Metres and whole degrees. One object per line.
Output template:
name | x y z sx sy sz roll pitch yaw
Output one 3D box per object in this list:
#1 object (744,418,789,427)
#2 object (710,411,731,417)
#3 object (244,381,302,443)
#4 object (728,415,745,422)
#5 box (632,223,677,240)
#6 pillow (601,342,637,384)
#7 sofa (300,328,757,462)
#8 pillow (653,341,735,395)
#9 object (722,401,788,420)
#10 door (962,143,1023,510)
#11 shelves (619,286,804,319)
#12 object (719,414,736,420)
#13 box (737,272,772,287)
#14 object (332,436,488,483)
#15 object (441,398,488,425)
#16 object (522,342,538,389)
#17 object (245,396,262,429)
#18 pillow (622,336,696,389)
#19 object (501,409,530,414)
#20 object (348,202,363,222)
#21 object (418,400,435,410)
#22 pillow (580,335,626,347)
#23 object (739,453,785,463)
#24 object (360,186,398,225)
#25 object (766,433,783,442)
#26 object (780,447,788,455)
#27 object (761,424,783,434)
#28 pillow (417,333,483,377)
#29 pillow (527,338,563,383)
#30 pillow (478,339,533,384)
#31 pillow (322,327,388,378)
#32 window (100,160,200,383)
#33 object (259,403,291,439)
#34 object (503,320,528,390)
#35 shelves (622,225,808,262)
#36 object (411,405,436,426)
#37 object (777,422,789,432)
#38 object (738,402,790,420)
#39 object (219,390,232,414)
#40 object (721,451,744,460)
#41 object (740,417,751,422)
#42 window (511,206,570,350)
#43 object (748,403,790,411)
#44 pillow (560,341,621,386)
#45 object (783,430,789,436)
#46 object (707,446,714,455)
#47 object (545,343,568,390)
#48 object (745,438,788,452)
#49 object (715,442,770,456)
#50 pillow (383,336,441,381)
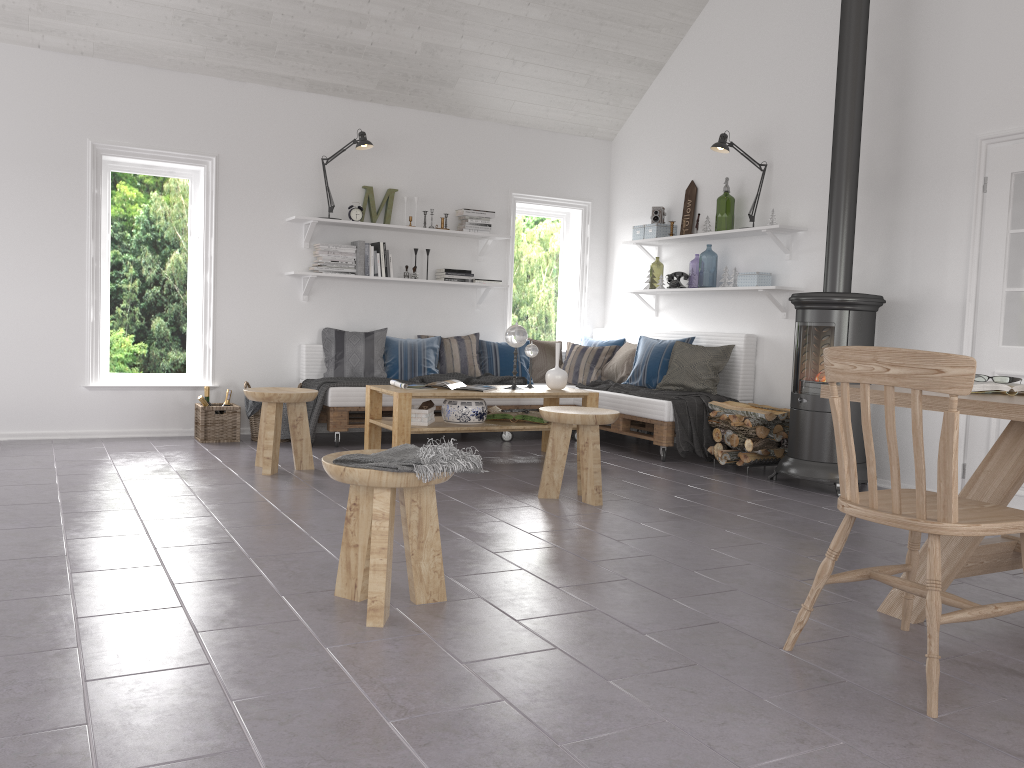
object | 1.730 0.238 5.847 0.466 0.088 0.098 0 4 -27
object | 1.578 0.211 6.123 0.467 0.061 0.098 0 4 -27
object | -1.762 0.200 6.528 0.393 0.432 0.393 -1 5 -41
object | 1.666 0.225 5.973 0.467 0.068 0.096 0 4 -29
box | 1.204 -1.259 7.431 0.242 0.131 0.332 0 4 -28
pillow | 0.956 -0.150 7.319 0.366 0.381 0.521 0 5 -32
sofa | 0.063 0.016 6.740 2.855 0.932 2.017 0 4 -28
pillow | 1.356 -0.115 6.586 0.519 0.395 0.334 5 5 39
object | 1.616 0.176 5.974 0.095 0.074 0.562 0 4 -28
door | 2.821 -0.276 4.627 0.101 2.013 0.902 0 4 -28
shelves | 1.463 -0.627 6.857 0.269 0.212 1.820 0 4 -28
object | 1.623 0.219 6.052 0.467 0.060 0.098 0 4 -25
box | 1.739 -0.744 6.370 0.137 0.110 0.202 0 4 -28
object | -0.320 0.231 2.821 0.348 0.120 0.462 5 5 32
object | -0.312 0.176 5.832 0.302 0.161 0.302 0 5 -32
object | 0.132 -0.136 6.180 0.109 0.329 0.109 5 4 30
object | -1.783 0.199 6.459 0.303 0.332 0.367 3 4 17
pillow | 1.141 -0.171 6.953 0.526 0.428 0.311 6 5 40
object | 0.034 0.184 6.030 0.176 0.029 0.195 1 4 -18
object | -1.220 -1.338 6.915 0.120 0.165 0.050 0 4 -28
object | -0.574 0.176 5.735 0.090 0.139 0.182 4 4 27
pillow | 0.767 -0.207 7.816 0.534 0.437 0.287 5 5 34
object | 1.715 0.488 5.879 0.467 0.060 0.096 0 4 -28
object | -1.080 -1.418 7.112 0.330 0.311 0.052 0 4 -28
object | 1.585 0.319 5.950 0.095 0.063 0.562 0 4 -28
object | 1.704 0.420 6.034 0.095 0.063 0.562 0 4 -28
object | 1.600 0.281 5.984 0.099 0.082 0.538 0 4 -29
pillow | -0.491 -0.211 7.290 0.546 0.438 0.316 1 4 -16
pillow | 0.256 -0.206 7.703 0.545 0.438 0.334 1 4 -23
pillow | -0.075 -0.172 7.449 0.523 0.408 0.341 1 4 -13
pillow | -1.230 -0.225 6.908 0.534 0.444 0.301 1 4 -12
window | -2.693 -0.812 6.602 0.685 1.655 0.117 0 4 -28
object | -1.736 0.216 6.493 0.290 0.356 0.349 0 5 -34
object | 0.024 -0.198 6.011 0.155 0.468 0.155 6 5 40
shelves | 1.480 -1.036 6.830 0.269 0.212 1.820 0 4 -28
object | -0.589 0.201 5.672 0.155 0.102 0.281 3 4 5
object | 1.713 0.261 6.005 0.097 0.057 0.562 0 4 -29
object | 1.712 0.181 6.016 0.101 0.070 0.541 0 4 -27
object | -2.121 0.221 6.510 0.127 0.361 0.094 0 4 -29
object | 1.660 0.471 5.984 0.562 0.056 0.097 0 4 -29
object | 1.689 0.232 5.904 0.425 0.034 0.044 0 4 -29
window | 0.201 -0.804 8.197 0.685 1.655 0.052 0 4 -28
object | 1.782 0.182 6.064 0.095 0.063 0.467 0 4 -28
pillow | 0.626 -0.156 7.558 0.516 0.392 0.358 5 4 31
object | 1.712 0.299 6.046 0.101 0.070 0.539 0 4 -27
object | 1.600 0.452 6.204 0.561 0.056 0.052 0 4 -28
object | 0.311 -0.121 6.112 0.155 0.325 0.155 5 5 32
object | 1.753 0.376 5.843 0.520 0.142 0.118 0 4 -25
object | 1.538 0.419 5.945 0.095 0.069 0.468 0 4 -28
pillow | -0.813 -0.189 7.084 0.525 0.401 0.331 2 4 -9
